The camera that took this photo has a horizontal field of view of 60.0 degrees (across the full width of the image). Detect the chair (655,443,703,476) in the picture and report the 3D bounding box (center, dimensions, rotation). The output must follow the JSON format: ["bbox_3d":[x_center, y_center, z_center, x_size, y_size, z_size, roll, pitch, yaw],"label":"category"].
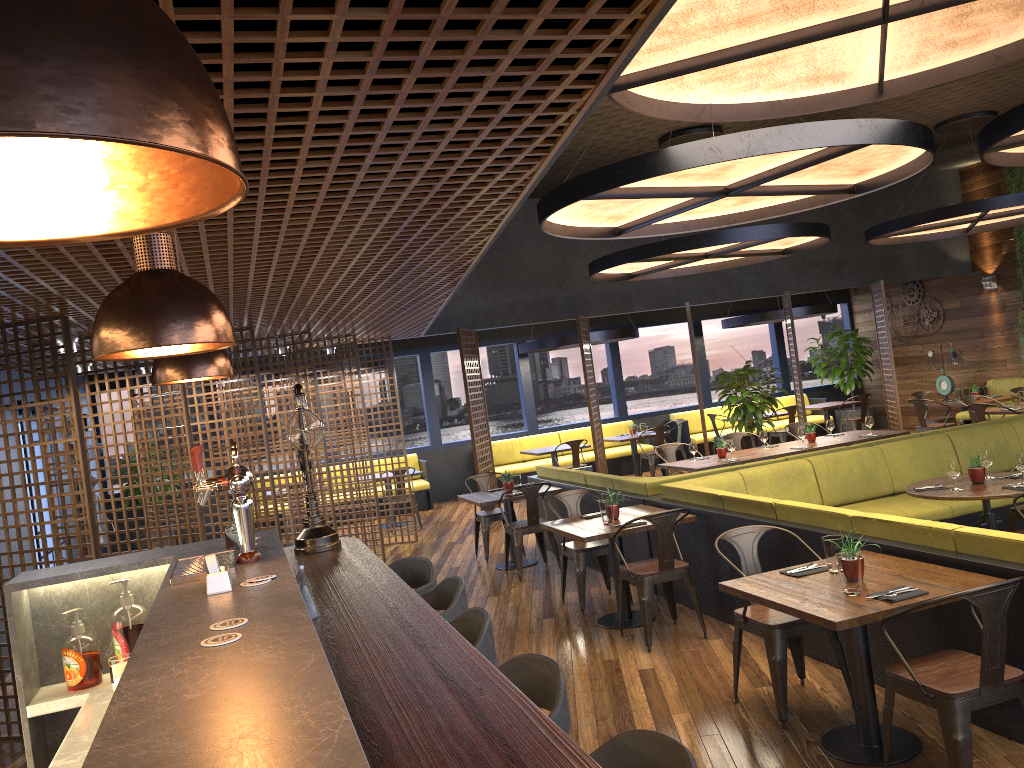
[{"bbox_3d":[2.011,1.161,10.429,0.504,0.917,0.541,-8,0,-17],"label":"chair"}]

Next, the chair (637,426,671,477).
[{"bbox_3d":[2.282,1.119,13.981,0.504,0.917,0.541,-8,0,-17],"label":"chair"}]

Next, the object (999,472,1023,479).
[{"bbox_3d":[3.562,0.646,6.266,0.255,0.019,0.157,-8,0,-15],"label":"object"}]

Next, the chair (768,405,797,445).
[{"bbox_3d":[4.552,0.814,14.708,0.504,0.917,0.541,-8,0,-17],"label":"chair"}]

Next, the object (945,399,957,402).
[{"bbox_3d":[6.529,0.235,13.049,0.255,0.019,0.157,-8,0,-18],"label":"object"}]

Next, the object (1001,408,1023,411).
[{"bbox_3d":[6.025,0.306,10.718,0.157,0.019,0.255,-8,0,-18],"label":"object"}]

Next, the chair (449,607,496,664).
[{"bbox_3d":[-0.235,1.407,3.337,0.483,1.048,0.438,-8,0,44],"label":"chair"}]

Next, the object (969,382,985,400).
[{"bbox_3d":[6.639,0.093,12.720,0.238,0.271,0.260,-8,0,4],"label":"object"}]

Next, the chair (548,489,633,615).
[{"bbox_3d":[0.626,1.351,7.311,0.504,0.917,0.541,-8,0,-17],"label":"chair"}]

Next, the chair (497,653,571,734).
[{"bbox_3d":[0.003,1.376,2.599,0.438,1.048,0.483,-8,0,-3],"label":"chair"}]

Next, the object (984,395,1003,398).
[{"bbox_3d":[6.967,0.176,12.808,0.157,0.019,0.255,-8,0,-18],"label":"object"}]

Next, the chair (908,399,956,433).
[{"bbox_3d":[5.951,0.629,12.515,0.541,0.917,0.504,-8,0,-17],"label":"chair"}]

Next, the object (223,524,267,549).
[{"bbox_3d":[-1.027,0.583,3.401,0.091,0.091,0.177,-8,0,-43],"label":"object"}]

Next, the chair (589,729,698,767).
[{"bbox_3d":[0.235,1.346,1.932,0.483,1.048,0.438,-8,0,33],"label":"chair"}]

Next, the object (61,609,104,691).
[{"bbox_3d":[-1.683,1.026,3.458,0.133,0.301,0.133,-8,0,-12],"label":"object"}]

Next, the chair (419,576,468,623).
[{"bbox_3d":[-0.359,1.423,3.950,0.438,1.048,0.483,-8,0,11],"label":"chair"}]

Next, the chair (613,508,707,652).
[{"bbox_3d":[1.000,1.303,6.123,0.504,0.917,0.541,-8,0,-17],"label":"chair"}]

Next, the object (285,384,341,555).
[{"bbox_3d":[-1.154,0.470,5.018,0.263,0.944,0.566,-8,0,-25],"label":"object"}]

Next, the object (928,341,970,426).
[{"bbox_3d":[7.658,0.046,15.429,0.459,1.615,0.848,-8,0,-18],"label":"object"}]

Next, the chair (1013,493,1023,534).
[{"bbox_3d":[3.475,0.971,5.570,0.504,0.917,0.541,-8,0,-17],"label":"chair"}]

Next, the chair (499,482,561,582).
[{"bbox_3d":[0.166,1.411,8.697,0.504,0.917,0.541,-8,0,-17],"label":"chair"}]

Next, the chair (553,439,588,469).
[{"bbox_3d":[0.931,1.301,13.548,0.504,0.917,0.541,-8,0,-17],"label":"chair"}]

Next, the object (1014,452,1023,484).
[{"bbox_3d":[3.441,0.568,5.980,0.097,0.206,0.097,-8,0,7],"label":"object"}]

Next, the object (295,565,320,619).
[{"bbox_3d":[-0.805,0.799,3.409,0.114,0.203,0.069,-8,0,17],"label":"object"}]

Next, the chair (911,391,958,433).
[{"bbox_3d":[6.415,0.565,13.446,0.504,0.917,0.541,-8,0,-17],"label":"chair"}]

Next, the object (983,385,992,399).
[{"bbox_3d":[6.822,0.115,12.712,0.102,0.178,0.102,-8,0,18],"label":"object"}]

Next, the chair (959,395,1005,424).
[{"bbox_3d":[6.167,0.601,11.508,0.504,0.917,0.541,-8,0,-17],"label":"chair"}]

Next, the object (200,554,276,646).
[{"bbox_3d":[-0.718,0.535,2.348,0.200,0.106,0.766,-8,0,-18],"label":"object"}]

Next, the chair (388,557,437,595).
[{"bbox_3d":[-0.546,1.447,4.508,0.438,1.048,0.483,-8,0,-26],"label":"chair"}]

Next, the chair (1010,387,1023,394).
[{"bbox_3d":[6.988,0.491,11.771,0.504,0.917,0.541,-8,0,-17],"label":"chair"}]

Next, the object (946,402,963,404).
[{"bbox_3d":[6.321,0.263,12.681,0.157,0.019,0.255,-8,0,-18],"label":"object"}]

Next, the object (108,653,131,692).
[{"bbox_3d":[-1.465,1.088,3.337,0.088,0.123,0.088,-8,0,-12],"label":"object"}]

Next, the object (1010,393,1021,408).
[{"bbox_3d":[6.148,0.209,10.815,0.102,0.178,0.102,-8,0,-32],"label":"object"}]

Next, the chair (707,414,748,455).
[{"bbox_3d":[3.686,0.929,15.215,0.541,0.917,0.504,-8,0,-17],"label":"chair"}]

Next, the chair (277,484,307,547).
[{"bbox_3d":[-2.953,1.825,12.303,0.504,0.917,0.541,-8,0,-17],"label":"chair"}]

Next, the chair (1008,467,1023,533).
[{"bbox_3d":[3.883,0.915,6.351,0.541,0.917,0.504,-8,0,-17],"label":"chair"}]

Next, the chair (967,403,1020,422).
[{"bbox_3d":[5.817,0.650,10.601,0.541,0.917,0.504,-8,0,-17],"label":"chair"}]

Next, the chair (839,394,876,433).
[{"bbox_3d":[5.903,0.632,15.141,0.504,0.917,0.541,-8,0,-17],"label":"chair"}]

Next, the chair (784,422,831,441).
[{"bbox_3d":[3.718,0.931,10.976,0.504,0.917,0.541,-8,0,-17],"label":"chair"}]

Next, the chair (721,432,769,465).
[{"bbox_3d":[2.868,1.046,10.704,0.504,0.917,0.541,-8,0,-17],"label":"chair"}]

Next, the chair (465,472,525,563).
[{"bbox_3d":[-0.202,1.459,9.866,0.504,0.917,0.541,-8,0,-17],"label":"chair"}]

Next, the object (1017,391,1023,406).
[{"bbox_3d":[6.355,0.180,11.039,0.102,0.178,0.102,-8,0,-32],"label":"object"}]

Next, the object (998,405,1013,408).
[{"bbox_3d":[6.246,0.275,11.129,0.157,0.019,0.255,-8,0,-18],"label":"object"}]

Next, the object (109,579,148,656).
[{"bbox_3d":[-1.496,0.959,3.481,0.133,0.385,0.133,-8,0,22],"label":"object"}]

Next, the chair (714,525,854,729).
[{"bbox_3d":[1.422,1.248,4.733,0.504,0.917,0.541,-8,0,-17],"label":"chair"}]

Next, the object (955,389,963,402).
[{"bbox_3d":[6.445,0.166,12.778,0.102,0.178,0.102,-8,0,-32],"label":"object"}]

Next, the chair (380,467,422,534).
[{"bbox_3d":[-1.603,1.643,12.736,0.504,0.917,0.541,-8,0,-17],"label":"chair"}]

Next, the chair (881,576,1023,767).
[{"bbox_3d":[1.795,1.200,3.547,0.504,0.917,0.541,-8,0,-17],"label":"chair"}]

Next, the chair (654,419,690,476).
[{"bbox_3d":[2.650,1.069,14.819,0.541,0.917,0.504,-8,0,-17],"label":"chair"}]

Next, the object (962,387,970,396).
[{"bbox_3d":[6.614,0.143,12.914,0.102,0.178,0.102,-8,0,18],"label":"object"}]
